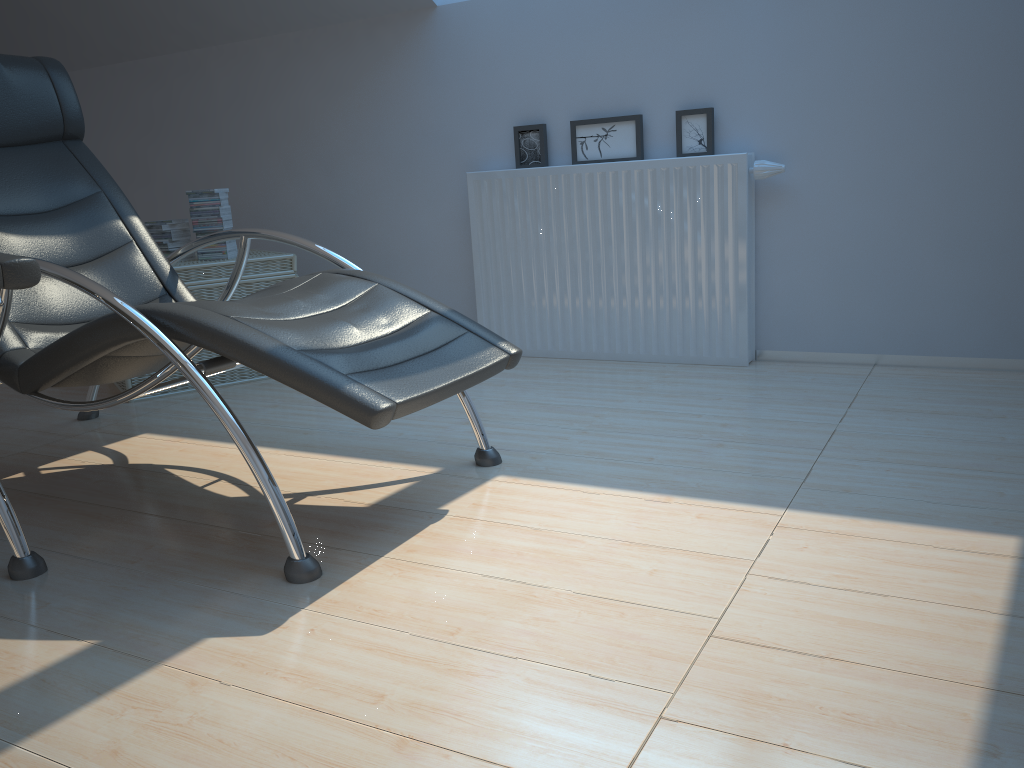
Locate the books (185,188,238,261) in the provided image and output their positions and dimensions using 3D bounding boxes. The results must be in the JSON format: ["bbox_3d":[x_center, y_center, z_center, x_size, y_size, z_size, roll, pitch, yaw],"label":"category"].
[{"bbox_3d":[-1.277,-0.675,3.779,0.149,0.300,0.149,-4,13,0],"label":"books"}]

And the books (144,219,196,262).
[{"bbox_3d":[-1.480,-0.615,3.837,0.165,0.184,0.162,3,15,27],"label":"books"}]

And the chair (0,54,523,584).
[{"bbox_3d":[-0.982,-0.344,2.386,1.938,1.251,0.836,4,15,29],"label":"chair"}]

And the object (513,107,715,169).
[{"bbox_3d":[0.389,-0.973,3.551,0.846,0.180,0.030,4,15,29],"label":"object"}]

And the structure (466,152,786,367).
[{"bbox_3d":[0.437,-0.495,3.622,1.324,0.800,0.120,4,15,29],"label":"structure"}]

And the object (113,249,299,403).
[{"bbox_3d":[-1.399,-0.296,3.925,0.745,0.518,0.744,-12,15,-30],"label":"object"}]

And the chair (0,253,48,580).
[{"bbox_3d":[-1.884,-0.001,1.838,2.114,0.953,0.836,4,15,29],"label":"chair"}]
